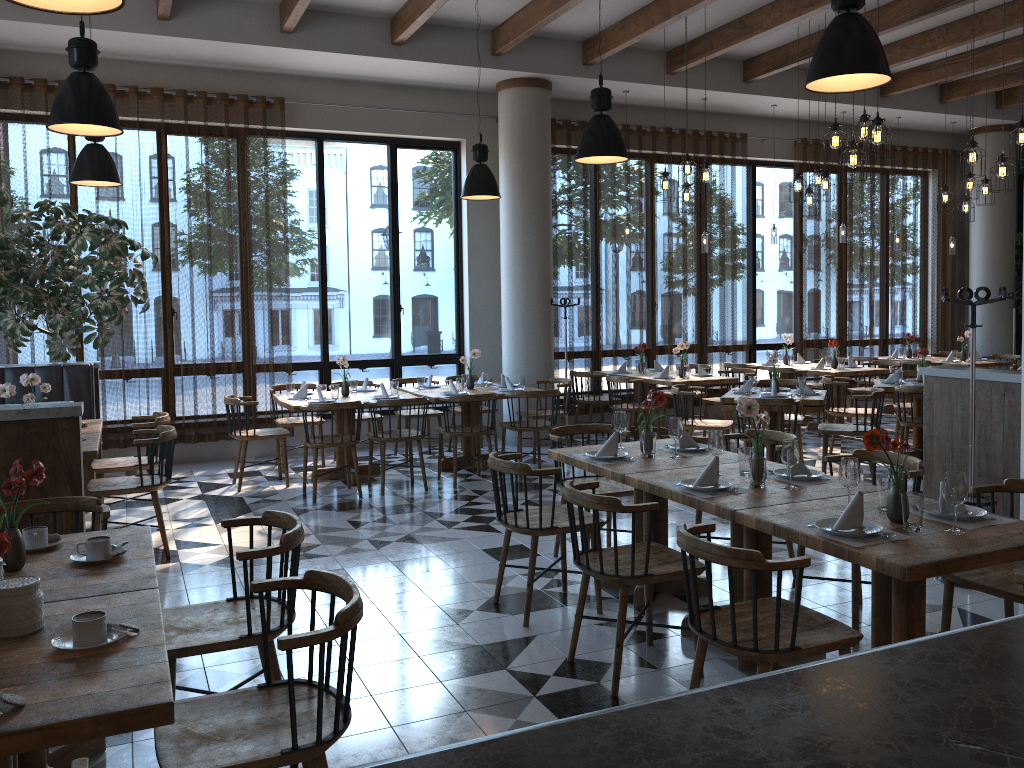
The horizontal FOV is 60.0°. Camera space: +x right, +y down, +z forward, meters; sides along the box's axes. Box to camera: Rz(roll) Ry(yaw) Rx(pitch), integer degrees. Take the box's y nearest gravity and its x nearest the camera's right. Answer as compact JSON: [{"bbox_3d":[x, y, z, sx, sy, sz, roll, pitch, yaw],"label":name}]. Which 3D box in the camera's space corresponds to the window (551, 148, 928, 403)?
[{"bbox_3d":[-0.215,-1.207,9.521,4.496,3.158,15.156,3,6,43],"label":"window"}]

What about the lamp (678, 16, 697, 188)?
[{"bbox_3d":[1.656,-2.911,8.386,0.175,2.066,0.175,-3,4,-38],"label":"lamp"}]

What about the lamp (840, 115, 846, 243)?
[{"bbox_3d":[4.408,-2.866,11.794,0.078,1.960,0.078,-3,3,-34],"label":"lamp"}]

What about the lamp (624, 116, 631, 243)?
[{"bbox_3d":[1.354,-2.655,10.454,0.078,1.960,0.078,2,4,42],"label":"lamp"}]

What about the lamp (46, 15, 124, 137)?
[{"bbox_3d":[-2.377,-2.332,4.864,0.390,1.861,0.391,-2,3,-21],"label":"lamp"}]

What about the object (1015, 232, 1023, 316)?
[{"bbox_3d":[7.791,-0.997,13.056,1.381,2.587,1.636,-4,4,-40],"label":"object"}]

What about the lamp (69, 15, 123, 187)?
[{"bbox_3d":[-3.298,-2.507,6.953,0.390,1.861,0.391,-1,3,-11],"label":"lamp"}]

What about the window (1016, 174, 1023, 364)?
[{"bbox_3d":[9.606,-1.516,13.421,2.187,3.541,2.732,-2,4,-24],"label":"window"}]

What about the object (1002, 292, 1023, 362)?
[{"bbox_3d":[7.151,-0.479,12.618,0.374,1.655,0.375,-1,3,-1],"label":"object"}]

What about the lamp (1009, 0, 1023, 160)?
[{"bbox_3d":[4.026,-2.820,6.975,0.175,2.066,0.175,1,3,37],"label":"lamp"}]

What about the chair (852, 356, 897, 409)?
[{"bbox_3d":[4.944,0.025,12.083,0.550,0.815,0.520,-2,4,-24],"label":"chair"}]

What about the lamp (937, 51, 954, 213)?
[{"bbox_3d":[5.033,-3.035,10.279,0.175,2.066,0.175,1,3,27],"label":"lamp"}]

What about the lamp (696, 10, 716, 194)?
[{"bbox_3d":[1.849,-2.865,8.469,0.175,2.066,0.175,2,4,41],"label":"lamp"}]

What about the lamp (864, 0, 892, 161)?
[{"bbox_3d":[2.592,-2.634,6.272,0.175,2.066,0.175,-3,4,-39],"label":"lamp"}]

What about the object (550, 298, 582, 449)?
[{"bbox_3d":[0.596,-0.116,9.737,0.375,1.655,0.375,-3,4,-41],"label":"object"}]

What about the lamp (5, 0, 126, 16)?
[{"bbox_3d":[-1.447,-2.155,2.753,0.390,1.861,0.391,0,3,24],"label":"lamp"}]

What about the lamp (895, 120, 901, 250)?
[{"bbox_3d":[5.313,-2.831,12.196,0.078,1.960,0.078,-3,3,-38],"label":"lamp"}]

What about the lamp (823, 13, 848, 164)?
[{"bbox_3d":[2.441,-2.712,6.677,0.175,2.066,0.175,-2,3,-17],"label":"lamp"}]

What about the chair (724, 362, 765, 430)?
[{"bbox_3d":[2.972,0.134,11.216,0.550,0.815,0.520,-2,4,-24],"label":"chair"}]

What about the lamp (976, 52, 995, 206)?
[{"bbox_3d":[5.333,-3.055,9.963,0.175,2.066,0.175,-3,4,-40],"label":"lamp"}]

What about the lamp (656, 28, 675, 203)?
[{"bbox_3d":[1.506,-2.841,8.737,0.175,2.066,0.175,0,3,19],"label":"lamp"}]

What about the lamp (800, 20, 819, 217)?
[{"bbox_3d":[3.068,-2.770,9.135,0.175,2.066,0.175,-1,3,-5],"label":"lamp"}]

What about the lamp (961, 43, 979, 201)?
[{"bbox_3d":[5.130,-3.103,9.910,0.175,2.066,0.175,-2,3,-29],"label":"lamp"}]

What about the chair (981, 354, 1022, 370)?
[{"bbox_3d":[6.479,0.023,11.836,0.550,0.815,0.520,-2,4,-24],"label":"chair"}]

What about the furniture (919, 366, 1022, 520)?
[{"bbox_3d":[6.059,0.371,6.240,6.591,1.148,1.921,-3,5,-24],"label":"furniture"}]

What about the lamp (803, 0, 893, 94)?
[{"bbox_3d":[1.544,-2.321,4.067,0.390,1.861,0.391,2,4,44],"label":"lamp"}]

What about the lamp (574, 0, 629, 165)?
[{"bbox_3d":[0.613,-2.498,6.179,0.391,1.861,0.391,-3,4,-36],"label":"lamp"}]

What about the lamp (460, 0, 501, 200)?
[{"bbox_3d":[-0.308,-2.673,8.266,0.390,1.861,0.391,2,4,44],"label":"lamp"}]

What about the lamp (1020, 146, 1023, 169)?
[{"bbox_3d":[4.191,-2.778,7.106,0.175,2.066,0.175,0,3,26],"label":"lamp"}]

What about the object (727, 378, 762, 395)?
[{"bbox_3d":[2.108,0.013,8.019,0.272,0.137,0.353,1,5,21],"label":"object"}]

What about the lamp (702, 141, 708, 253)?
[{"bbox_3d":[2.370,-2.606,10.905,0.078,1.960,0.078,0,3,16],"label":"lamp"}]

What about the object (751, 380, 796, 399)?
[{"bbox_3d":[2.263,0.042,7.674,0.352,0.137,0.273,1,5,21],"label":"object"}]

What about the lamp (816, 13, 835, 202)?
[{"bbox_3d":[3.159,-2.884,8.928,0.175,2.066,0.175,-3,4,-38],"label":"lamp"}]

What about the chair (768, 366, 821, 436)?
[{"bbox_3d":[3.312,0.199,10.445,0.550,0.815,0.520,-2,4,-24],"label":"chair"}]

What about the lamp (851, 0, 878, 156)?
[{"bbox_3d":[2.646,-2.768,6.641,0.175,2.066,0.175,-1,3,-6],"label":"lamp"}]

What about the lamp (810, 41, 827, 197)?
[{"bbox_3d":[3.219,-3.018,9.296,0.175,2.066,0.175,-1,3,-5],"label":"lamp"}]

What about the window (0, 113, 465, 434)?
[{"bbox_3d":[-2.835,-1.166,9.511,4.969,3.160,0.365,-3,3,-24],"label":"window"}]

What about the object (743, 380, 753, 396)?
[{"bbox_3d":[2.078,0.036,7.800,0.080,0.132,0.080,2,5,41],"label":"object"}]

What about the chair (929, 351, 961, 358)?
[{"bbox_3d":[6.139,-0.041,12.608,0.550,0.815,0.520,-2,4,-24],"label":"chair"}]

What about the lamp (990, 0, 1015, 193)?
[{"bbox_3d":[4.004,-2.610,7.216,0.175,2.066,0.175,1,3,37],"label":"lamp"}]

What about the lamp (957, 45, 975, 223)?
[{"bbox_3d":[5.204,-2.894,10.141,0.175,2.066,0.175,-2,3,-29],"label":"lamp"}]

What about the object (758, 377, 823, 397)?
[{"bbox_3d":[2.502,0.010,7.993,0.582,0.137,0.579,1,5,21],"label":"object"}]

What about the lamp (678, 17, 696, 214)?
[{"bbox_3d":[1.696,-2.702,8.626,0.175,2.066,0.175,-3,4,-38],"label":"lamp"}]

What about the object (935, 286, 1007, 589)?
[{"bbox_3d":[2.590,0.284,4.986,0.375,1.655,0.375,2,4,44],"label":"object"}]

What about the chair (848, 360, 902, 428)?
[{"bbox_3d":[4.507,0.133,10.969,0.550,0.815,0.520,-2,4,-24],"label":"chair"}]

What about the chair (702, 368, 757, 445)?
[{"bbox_3d":[2.492,0.244,10.084,0.550,0.815,0.520,-2,4,-24],"label":"chair"}]

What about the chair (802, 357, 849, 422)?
[{"bbox_3d":[4.167,0.068,11.741,0.550,0.815,0.520,-2,4,-24],"label":"chair"}]

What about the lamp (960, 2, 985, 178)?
[{"bbox_3d":[3.790,-2.743,7.274,0.175,2.066,0.175,-1,3,4],"label":"lamp"}]

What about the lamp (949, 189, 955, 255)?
[{"bbox_3d":[6.276,-2.826,12.621,0.078,1.960,0.078,0,3,8],"label":"lamp"}]

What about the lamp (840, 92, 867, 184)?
[{"bbox_3d":[2.497,-2.520,6.477,0.175,2.066,0.175,-1,3,-6],"label":"lamp"}]

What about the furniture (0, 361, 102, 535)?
[{"bbox_3d":[-3.731,0.571,5.707,1.919,1.147,4.046,-3,5,-24],"label":"furniture"}]

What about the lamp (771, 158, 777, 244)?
[{"bbox_3d":[3.350,-2.773,11.331,0.078,1.960,0.078,-2,3,-16],"label":"lamp"}]

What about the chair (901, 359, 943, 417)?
[{"bbox_3d":[5.285,0.090,11.312,0.550,0.815,0.520,-2,4,-24],"label":"chair"}]

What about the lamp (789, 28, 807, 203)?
[{"bbox_3d":[3.015,-2.962,9.336,0.175,2.066,0.175,-2,3,-16],"label":"lamp"}]
